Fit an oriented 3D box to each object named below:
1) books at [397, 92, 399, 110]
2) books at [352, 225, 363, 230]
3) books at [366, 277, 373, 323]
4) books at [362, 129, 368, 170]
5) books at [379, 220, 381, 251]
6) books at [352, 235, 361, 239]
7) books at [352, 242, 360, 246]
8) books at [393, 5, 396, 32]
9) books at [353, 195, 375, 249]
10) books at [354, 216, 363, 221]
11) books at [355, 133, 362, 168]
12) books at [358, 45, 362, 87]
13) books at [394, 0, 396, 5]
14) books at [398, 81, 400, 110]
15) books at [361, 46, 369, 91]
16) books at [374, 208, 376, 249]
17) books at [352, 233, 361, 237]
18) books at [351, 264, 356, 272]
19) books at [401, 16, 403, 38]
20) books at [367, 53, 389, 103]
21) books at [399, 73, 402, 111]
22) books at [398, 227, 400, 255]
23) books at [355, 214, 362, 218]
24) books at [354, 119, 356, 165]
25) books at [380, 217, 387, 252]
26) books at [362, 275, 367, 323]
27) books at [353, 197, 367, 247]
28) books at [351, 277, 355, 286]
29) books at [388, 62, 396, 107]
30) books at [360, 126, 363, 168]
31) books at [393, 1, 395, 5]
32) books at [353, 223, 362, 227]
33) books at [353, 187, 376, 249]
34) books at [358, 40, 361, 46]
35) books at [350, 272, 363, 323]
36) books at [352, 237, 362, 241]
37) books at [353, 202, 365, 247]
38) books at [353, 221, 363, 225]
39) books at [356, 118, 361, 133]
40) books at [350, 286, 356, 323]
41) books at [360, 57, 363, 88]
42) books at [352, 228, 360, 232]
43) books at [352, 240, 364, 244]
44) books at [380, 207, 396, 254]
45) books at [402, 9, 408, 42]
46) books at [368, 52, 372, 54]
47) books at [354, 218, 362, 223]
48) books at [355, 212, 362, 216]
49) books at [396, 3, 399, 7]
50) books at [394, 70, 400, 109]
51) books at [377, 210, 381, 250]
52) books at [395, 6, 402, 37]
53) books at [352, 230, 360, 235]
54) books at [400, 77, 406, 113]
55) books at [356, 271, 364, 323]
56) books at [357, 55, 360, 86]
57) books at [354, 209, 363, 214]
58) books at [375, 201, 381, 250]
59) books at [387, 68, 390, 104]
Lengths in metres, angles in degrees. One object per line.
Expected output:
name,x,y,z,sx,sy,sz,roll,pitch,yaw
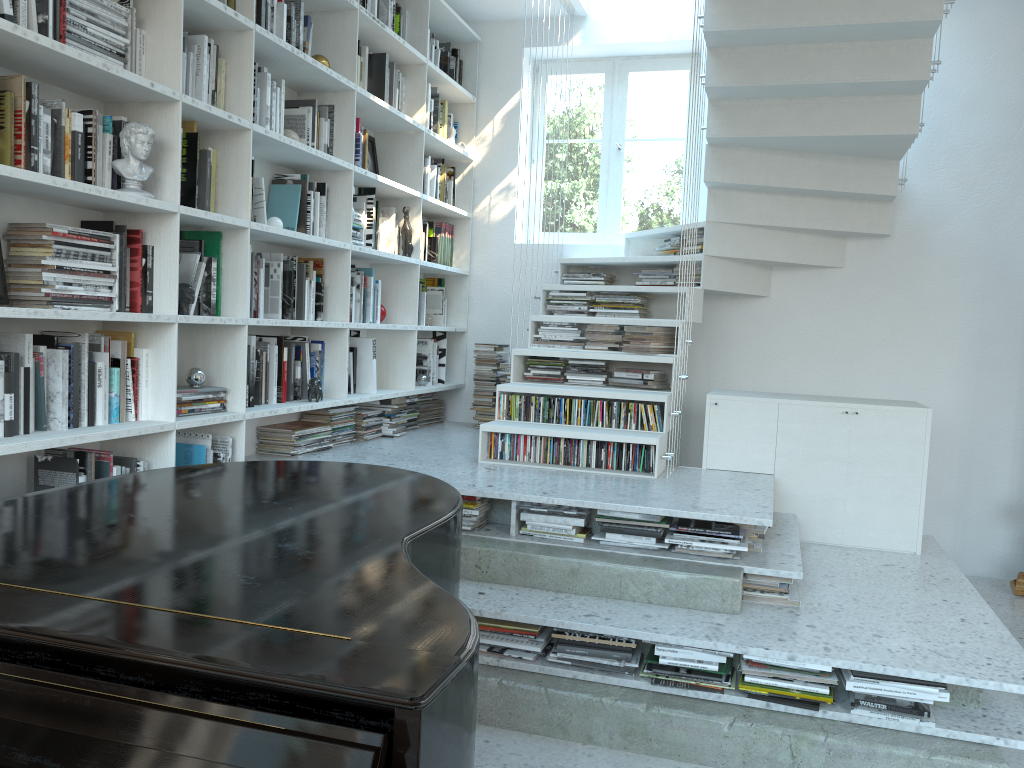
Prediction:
books,-0.704,-1.558,4.869,0.162,0.241,0.030,4,4,16
books,-0.884,-0.797,4.458,0.161,0.012,0.254,4,4,21
books,-0.826,-0.446,4.685,0.189,0.244,0.023,4,4,16
books,-0.823,-1.176,4.539,0.178,0.244,0.026,4,4,16
books,-0.784,-0.820,4.858,0.129,0.235,0.028,4,4,16
books,-0.893,-0.749,4.460,0.161,0.012,0.254,4,4,18
books,-0.891,-0.712,4.461,0.161,0.012,0.254,3,4,12
books,-0.707,-1.912,4.754,0.170,0.226,0.007,4,4,16
books,-0.808,-0.840,4.650,0.184,0.300,0.011,4,4,16
books,-0.888,-0.846,4.456,0.159,0.012,0.285,4,4,18
books,-0.844,-1.153,4.455,0.189,0.207,0.013,4,4,16
books,-0.836,-1.546,4.420,0.167,0.261,0.026,4,4,16
books,-0.702,-1.953,4.831,0.131,0.299,0.020,4,4,16
books,-0.702,-1.556,4.909,0.158,0.234,0.022,4,4,16
books,-0.810,-1.564,4.506,0.156,0.288,0.026,4,4,16
books,-0.808,-0.811,4.683,0.179,0.237,0.030,4,4,16
books,-0.892,-0.761,4.460,0.159,0.012,0.285,4,4,14
books,-0.874,-0.469,4.563,0.147,0.299,0.013,4,4,16
books,-0.684,-1.909,4.853,0.169,0.210,0.029,4,4,16
books,-0.755,-1.552,4.546,0.245,0.265,0.032,4,4,16
books,-0.690,-1.582,4.929,0.147,0.284,0.026,4,4,16
books,-0.713,-0.797,5.006,0.166,0.179,0.027,4,4,16
books,-0.887,-0.858,4.455,0.161,0.012,0.254,4,4,18
books,-0.864,-1.193,4.425,0.176,0.288,0.012,4,4,16
books,-0.770,-0.809,4.882,0.155,0.213,0.025,4,4,16
books,-0.841,-0.446,4.631,0.177,0.249,0.014,4,4,16
books,-0.837,-0.834,4.647,0.159,0.285,0.012,4,4,16
books,-0.888,-0.432,4.527,0.179,0.229,0.012,4,4,16
books,-0.719,-1.580,4.781,0.180,0.295,0.022,4,4,16
books,-0.839,-1.180,4.519,0.167,0.253,0.021,4,4,16
books,-0.708,-1.924,4.772,0.164,0.249,0.031,4,4,16
books,-0.887,-0.810,4.458,0.159,0.012,0.285,3,4,13
books,-0.803,-0.860,4.658,0.180,0.339,0.010,4,4,16
books,-0.838,-1.565,4.438,0.162,0.296,0.011,4,4,16
books,-0.860,-0.445,4.539,0.191,0.255,0.028,4,4,16
books,-0.890,-0.737,4.460,0.161,0.012,0.254,4,4,20
books,-0.841,-0.816,4.603,0.161,0.254,0.012,4,4,16
books,-0.889,-0.822,4.458,0.159,0.012,0.285,4,4,18
books,-0.849,-1.193,4.468,0.175,0.285,0.014,4,4,16
books,-0.886,-0.407,4.507,0.186,0.182,0.027,4,4,16
books,-0.833,-1.530,4.461,0.158,0.224,0.030,4,4,16
books,-0.895,-0.786,4.460,0.161,0.012,0.254,4,4,16
books,-0.888,-0.724,4.460,0.159,0.012,0.285,4,4,21
books,-0.739,-0.838,4.895,0.191,0.271,0.021,4,4,16
books,-0.660,-1.939,4.932,0.163,0.263,0.026,4,4,16
books,-0.804,-1.567,4.592,0.159,0.285,0.012,4,4,16
books,-0.881,-0.833,4.455,0.159,0.012,0.285,3,4,11
books,-0.887,-0.870,4.454,0.159,0.012,0.285,4,4,14
books,-0.692,-1.946,4.882,0.136,0.279,0.025,4,4,16
books,-0.706,-1.571,4.834,0.177,0.272,0.036,4,4,16
books,-0.785,-0.819,4.794,0.147,0.242,0.031,4,4,16
books,-0.690,-1.919,4.810,0.186,0.235,0.018,4,4,16
books,-0.886,-0.773,4.457,0.161,0.012,0.254,3,4,11
books,-0.680,-1.574,4.956,0.169,0.265,0.031,4,4,16
books,-0.855,-0.450,4.571,0.186,0.262,0.012,4,4,16
books,-0.840,-1.518,4.396,0.175,0.208,0.025,4,4,16
books,-0.886,-0.882,4.453,0.159,0.012,0.285,4,4,18
books,-0.794,-0.836,4.738,0.167,0.282,0.059,4,4,16
books,-0.742,-1.548,4.701,0.189,0.240,0.014,4,4,16
